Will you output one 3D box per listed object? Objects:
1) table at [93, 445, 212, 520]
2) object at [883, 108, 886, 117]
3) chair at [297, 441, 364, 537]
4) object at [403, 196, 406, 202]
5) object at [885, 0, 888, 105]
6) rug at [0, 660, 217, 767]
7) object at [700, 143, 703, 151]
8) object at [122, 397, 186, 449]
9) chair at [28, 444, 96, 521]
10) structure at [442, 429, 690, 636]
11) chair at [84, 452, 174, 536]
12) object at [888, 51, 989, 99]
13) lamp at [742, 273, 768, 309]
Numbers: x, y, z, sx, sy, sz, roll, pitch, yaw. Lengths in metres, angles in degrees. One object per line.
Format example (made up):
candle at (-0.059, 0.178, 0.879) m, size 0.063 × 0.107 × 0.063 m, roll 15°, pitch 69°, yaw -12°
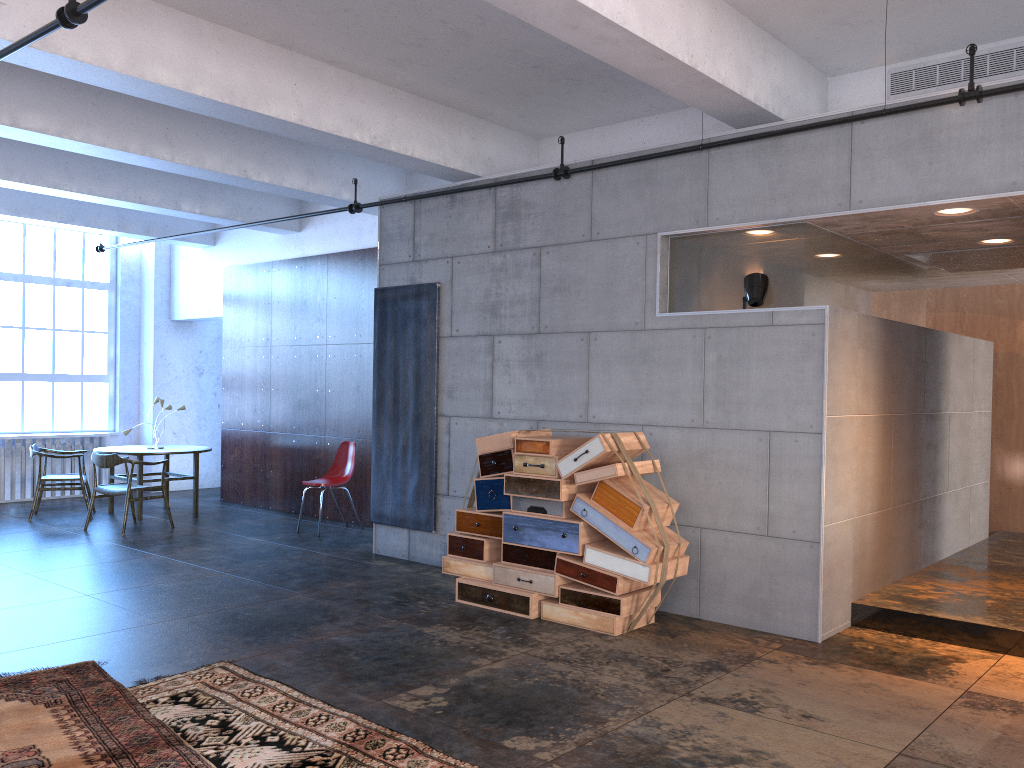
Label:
table at (-4.335, 1.206, 10.717) m, size 1.316 × 0.851 × 1.304 m, roll 1°, pitch 0°, yaw -6°
object at (7.049, 0.550, 2.548) m, size 0.052 × 0.051 × 0.064 m, roll 1°, pitch 0°, yaw 33°
chair at (-1.949, 1.127, 9.646) m, size 0.418 × 0.988 × 0.669 m, roll 2°, pitch 1°, yaw 41°
object at (7.082, 0.574, 2.616) m, size 0.053 × 0.052 × 0.061 m, roll 1°, pitch 0°, yaw -1°
object at (6.982, 0.547, 2.664) m, size 0.060 × 0.060 × 0.050 m, roll 1°, pitch 0°, yaw -15°
rug at (-2.019, 1.540, 3.216) m, size 1.916 × 0.048 × 3.448 m, roll 1°, pitch 0°, yaw -40°
object at (7.040, 0.608, 2.636) m, size 0.063 × 0.053 × 0.051 m, roll 1°, pitch 0°, yaw -7°
object at (-4.309, 0.464, 10.700) m, size 0.234 × 0.624 × 0.791 m, roll 2°, pitch 1°, yaw 43°
chair at (-5.240, 1.137, 10.336) m, size 0.683 × 0.864 × 0.716 m, roll 1°, pitch 0°, yaw -23°
structure at (0.313, 0.972, 6.312) m, size 1.873 × 1.315 × 0.651 m, roll 1°, pitch 1°, yaw 40°
chair at (-4.117, 1.152, 9.532) m, size 0.715 × 0.864 × 0.684 m, roll 1°, pitch 0°, yaw 27°
object at (4.887, -0.790, 4.490) m, size 5.828 × 2.868 × 0.059 m, roll 1°, pitch 1°, yaw 42°
lamp at (1.651, -0.623, 6.002) m, size 0.169 × 0.259 × 0.215 m, roll 1°, pitch 0°, yaw 22°
